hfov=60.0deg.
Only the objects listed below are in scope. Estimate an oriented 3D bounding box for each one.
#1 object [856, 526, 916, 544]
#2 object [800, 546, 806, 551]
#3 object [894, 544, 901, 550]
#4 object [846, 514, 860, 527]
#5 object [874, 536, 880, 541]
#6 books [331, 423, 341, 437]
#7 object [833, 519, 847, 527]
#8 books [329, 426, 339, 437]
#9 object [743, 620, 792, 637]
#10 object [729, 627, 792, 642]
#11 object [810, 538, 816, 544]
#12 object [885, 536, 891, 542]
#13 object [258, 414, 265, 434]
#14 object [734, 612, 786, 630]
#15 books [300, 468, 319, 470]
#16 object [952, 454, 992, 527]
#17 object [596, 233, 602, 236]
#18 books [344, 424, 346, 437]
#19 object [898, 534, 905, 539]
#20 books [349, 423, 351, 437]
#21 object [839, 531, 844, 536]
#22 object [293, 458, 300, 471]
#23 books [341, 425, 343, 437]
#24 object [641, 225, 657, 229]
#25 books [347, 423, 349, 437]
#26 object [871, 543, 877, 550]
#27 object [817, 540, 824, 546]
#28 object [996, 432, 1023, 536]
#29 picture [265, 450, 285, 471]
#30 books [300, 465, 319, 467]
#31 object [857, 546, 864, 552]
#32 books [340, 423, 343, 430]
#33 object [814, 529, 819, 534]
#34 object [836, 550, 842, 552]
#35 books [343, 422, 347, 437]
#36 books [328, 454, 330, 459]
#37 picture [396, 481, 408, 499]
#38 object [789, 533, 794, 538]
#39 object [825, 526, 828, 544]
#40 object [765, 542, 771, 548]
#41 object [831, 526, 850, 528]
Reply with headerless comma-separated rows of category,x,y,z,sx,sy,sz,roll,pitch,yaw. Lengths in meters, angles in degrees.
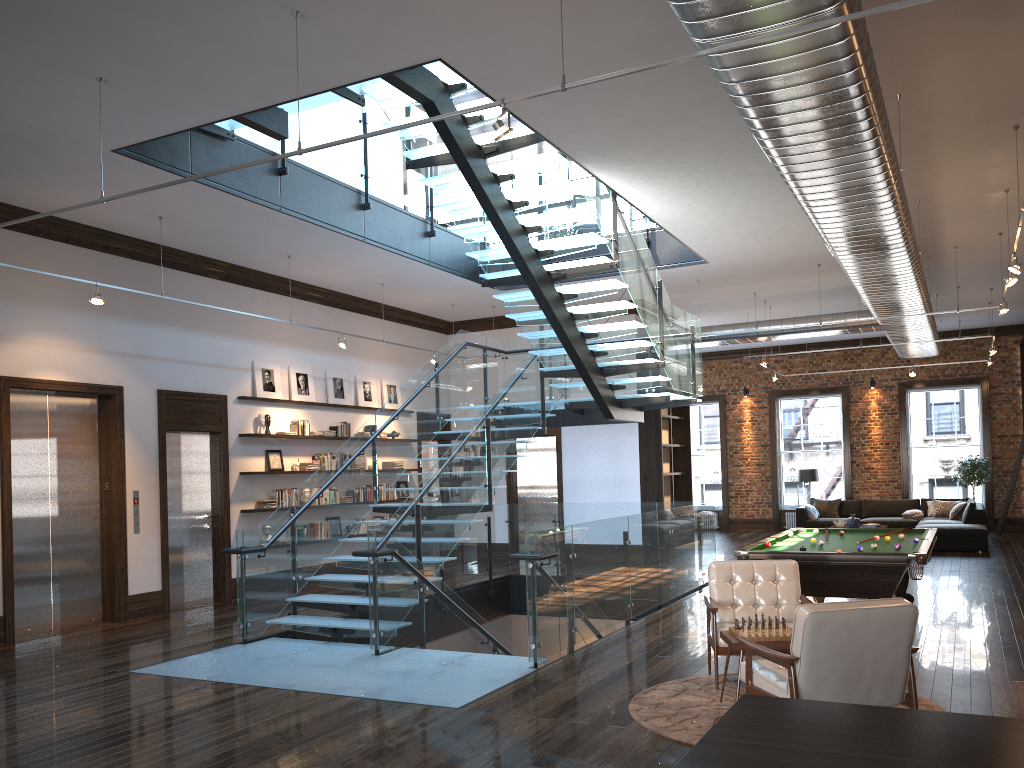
object,3.871,1.549,9.139,0.028,0.072,1.607,-3,-5,43
object,2.588,1.470,7.888,0.057,0.057,0.057,-4,-4,32
object,3.412,1.442,7.845,0.057,0.057,0.057,1,-4,-41
object,6.487,2.599,16.864,0.215,0.250,0.216,0,-3,-30
object,3.607,1.528,8.766,0.057,0.057,0.057,-1,-3,-8
books,-2.672,0.701,13.480,0.156,0.208,0.022,-3,-1,27
object,6.238,2.646,16.806,0.218,0.159,0.220,0,-4,-21
books,-2.696,0.720,13.429,0.167,0.160,0.037,-3,-2,27
object,1.610,1.519,5.528,0.334,0.100,0.076,-2,-3,2
object,1.617,1.594,5.657,0.388,0.028,0.390,-2,-6,2
object,2.964,1.542,8.719,0.057,0.057,0.057,0,-4,-26
object,3.672,1.516,8.668,0.057,0.057,0.057,-3,-4,27
object,-3.416,0.550,12.089,0.098,0.287,0.098,-1,-1,-20
object,1.620,1.545,5.787,0.334,0.100,0.076,-2,-3,2
books,-2.949,1.238,12.920,0.142,0.011,0.258,-4,-6,22
object,9.886,2.433,19.056,0.813,1.860,0.801,-3,-2,35
object,1.141,-2.432,14.093,0.540,0.767,0.521,-2,-2,-3
books,-2.610,0.715,13.617,0.131,0.202,0.014,-3,-1,27
object,3.913,1.533,8.908,0.057,0.057,0.057,-1,-3,-18
books,-2.566,0.717,13.702,0.163,0.214,0.023,-3,-1,27
object,3.546,1.608,9.545,0.057,0.057,0.057,-1,-3,-14
object,-3.085,1.154,12.710,0.122,0.186,0.059,-1,-2,-27
books,-2.652,0.716,13.498,0.166,0.179,0.028,-3,-2,27
object,2.300,-2.526,13.491,0.541,0.767,0.520,-4,-3,37
books,-2.589,0.709,13.639,0.167,0.218,0.021,-3,-1,27
object,3.245,1.457,7.949,0.057,0.057,0.057,0,-4,-24
object,2.926,1.512,8.407,0.057,0.057,0.057,-2,-3,-3
object,10.270,1.546,17.964,0.898,3.070,0.495,-2,-1,27
picture,-3.299,1.067,12.348,0.077,0.299,0.301,-2,-3,27
books,-2.952,1.195,12.921,0.142,0.011,0.257,-4,-6,23
object,3.050,1.443,7.756,0.057,0.057,0.057,-4,-4,32
books,-2.649,0.706,13.548,0.154,0.211,0.023,-3,-1,27
object,3.405,1.649,9.923,0.058,0.057,0.057,-3,-4,28
object,2.752,1.423,7.465,0.057,0.057,0.057,2,-5,-45
books,-2.603,0.705,13.628,0.162,0.225,0.011,-3,-1,27
books,-2.792,1.165,13.225,0.168,0.251,0.022,-3,-1,27
picture,-1.855,1.807,15.123,0.077,0.299,0.301,-2,-3,27
object,2.992,1.619,9.495,0.057,0.057,0.057,-3,-4,26
object,3.342,1.592,9.411,0.028,0.072,1.610,-2,-6,19
object,2.431,1.527,8.414,0.057,0.057,0.057,-1,-3,-16
object,6.226,2.716,16.800,0.201,0.018,0.268,3,-7,-39
